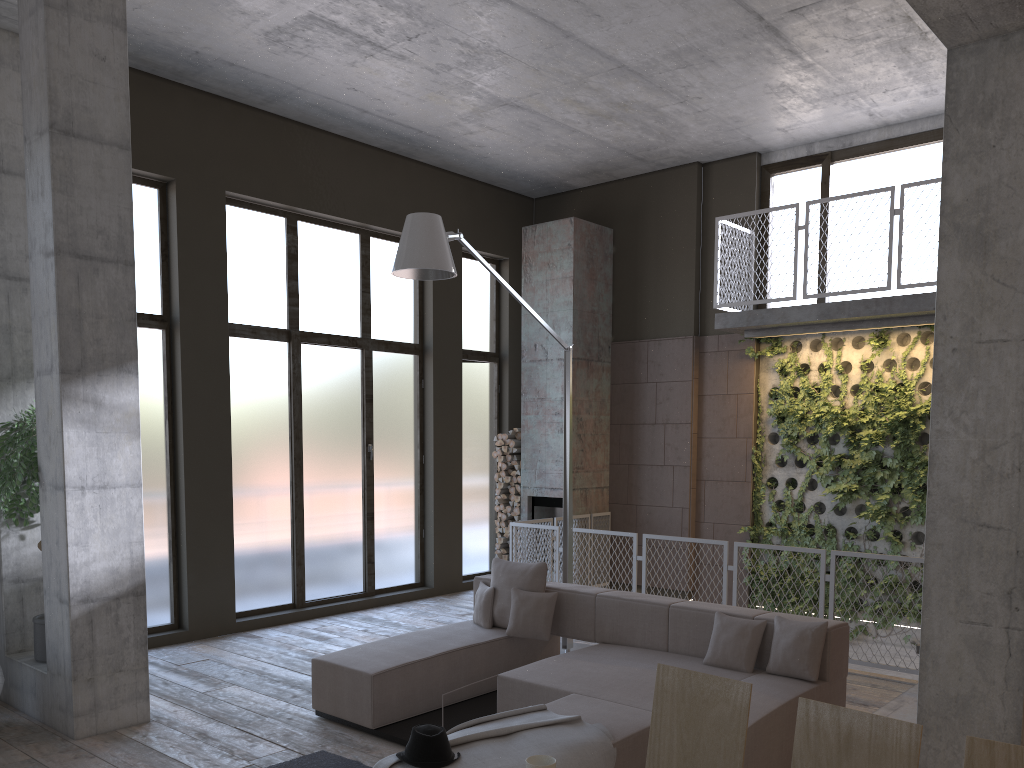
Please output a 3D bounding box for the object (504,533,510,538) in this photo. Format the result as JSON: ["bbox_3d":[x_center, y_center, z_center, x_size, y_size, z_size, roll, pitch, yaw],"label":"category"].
[{"bbox_3d":[0.073,1.963,11.481,0.114,0.080,0.434,0,-3,40],"label":"object"}]

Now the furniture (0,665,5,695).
[{"bbox_3d":[-4.040,2.017,5.163,1.793,0.817,1.624,1,-2,-12],"label":"furniture"}]

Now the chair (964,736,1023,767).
[{"bbox_3d":[1.075,1.473,1.904,0.347,1.205,0.718,4,4,38],"label":"chair"}]

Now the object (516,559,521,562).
[{"bbox_3d":[0.154,2.266,11.323,0.063,0.048,0.250,0,-3,40],"label":"object"}]

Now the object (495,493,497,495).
[{"bbox_3d":[-0.052,1.425,11.586,0.067,0.072,0.422,1,-2,42],"label":"object"}]

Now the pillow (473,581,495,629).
[{"bbox_3d":[-0.220,1.780,7.010,0.151,0.379,0.367,-1,1,-16],"label":"pillow"}]

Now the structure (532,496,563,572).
[{"bbox_3d":[0.487,1.870,10.987,0.574,0.935,0.056,2,5,41],"label":"structure"}]

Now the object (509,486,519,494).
[{"bbox_3d":[0.095,1.368,11.349,0.098,0.108,0.293,1,-1,40],"label":"object"}]

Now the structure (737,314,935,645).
[{"bbox_3d":[3.575,0.993,9.187,2.619,3.853,0.999,2,5,41],"label":"structure"}]

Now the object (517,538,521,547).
[{"bbox_3d":[0.213,2.044,11.347,0.063,0.126,0.363,3,0,43],"label":"object"}]

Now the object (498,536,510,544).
[{"bbox_3d":[0.007,2.038,11.513,0.093,0.084,0.479,0,-2,40],"label":"object"}]

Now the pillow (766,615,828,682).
[{"bbox_3d":[1.743,1.620,5.393,0.187,0.369,0.361,-3,3,-44],"label":"pillow"}]

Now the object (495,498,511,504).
[{"bbox_3d":[-0.053,1.527,11.465,0.071,0.073,0.422,1,-2,42],"label":"object"}]

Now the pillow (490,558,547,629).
[{"bbox_3d":[0.023,1.642,6.830,0.562,0.562,0.220,1,3,43],"label":"pillow"}]

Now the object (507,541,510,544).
[{"bbox_3d":[0.080,2.057,11.495,0.064,0.075,0.359,2,-1,43],"label":"object"}]

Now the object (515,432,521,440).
[{"bbox_3d":[0.178,0.677,11.355,0.099,0.108,0.293,1,-1,42],"label":"object"}]

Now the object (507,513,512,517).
[{"bbox_3d":[0.074,1.693,11.469,0.064,0.075,0.359,1,-2,39],"label":"object"}]

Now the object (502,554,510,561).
[{"bbox_3d":[0.068,2.265,11.536,0.093,0.084,0.479,1,-2,42],"label":"object"}]

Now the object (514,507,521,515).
[{"bbox_3d":[0.151,1.621,11.272,0.100,0.103,0.292,1,-1,40],"label":"object"}]

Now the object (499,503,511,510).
[{"bbox_3d":[0.019,1.603,11.547,0.090,0.090,0.454,1,-2,42],"label":"object"}]

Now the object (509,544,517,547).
[{"bbox_3d":[0.093,2.088,11.412,0.098,0.108,0.293,1,-1,40],"label":"object"}]

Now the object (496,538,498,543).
[{"bbox_3d":[-0.049,2.051,11.565,0.067,0.068,0.422,1,-2,40],"label":"object"}]

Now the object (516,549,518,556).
[{"bbox_3d":[0.159,2.191,11.462,0.092,0.094,0.436,1,-2,42],"label":"object"}]

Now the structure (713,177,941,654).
[{"bbox_3d":[3.289,0.342,7.910,3.673,4.350,3.025,1,3,41],"label":"structure"}]

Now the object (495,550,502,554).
[{"bbox_3d":[-0.065,2.213,11.628,0.121,0.068,0.363,-1,-3,40],"label":"object"}]

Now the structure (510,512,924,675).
[{"bbox_3d":[2.272,1.968,9.032,4.421,0.940,1.923,-3,-3,41],"label":"structure"}]

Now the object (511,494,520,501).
[{"bbox_3d":[0.161,1.471,11.399,0.092,0.094,0.436,1,-2,42],"label":"object"}]

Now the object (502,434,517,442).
[{"bbox_3d":[0.003,0.694,11.330,0.103,0.103,0.291,1,-2,40],"label":"object"}]

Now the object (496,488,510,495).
[{"bbox_3d":[-0.026,1.402,11.523,0.090,0.090,0.454,1,-2,43],"label":"object"}]

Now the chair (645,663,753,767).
[{"bbox_3d":[0.363,1.515,2.625,0.347,1.205,0.719,5,5,45],"label":"chair"}]

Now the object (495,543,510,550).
[{"bbox_3d":[-0.029,2.123,11.586,0.090,0.090,0.454,1,-2,43],"label":"object"}]

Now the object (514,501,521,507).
[{"bbox_3d":[0.190,1.547,11.372,0.067,0.067,0.422,1,-2,42],"label":"object"}]

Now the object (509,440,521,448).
[{"bbox_3d":[0.142,0.772,11.296,0.093,0.093,0.436,1,-2,40],"label":"object"}]

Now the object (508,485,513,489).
[{"bbox_3d":[0.083,1.337,11.431,0.064,0.075,0.359,2,-1,43],"label":"object"}]

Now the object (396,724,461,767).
[{"bbox_3d":[-0.385,1.651,4.023,0.301,0.170,0.298,-1,-2,28],"label":"object"}]

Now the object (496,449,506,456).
[{"bbox_3d":[-0.019,0.894,11.431,0.091,0.090,0.454,1,-2,40],"label":"object"}]

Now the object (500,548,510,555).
[{"bbox_3d":[0.033,2.195,11.591,0.114,0.080,0.434,0,-3,42],"label":"object"}]

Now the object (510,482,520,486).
[{"bbox_3d":[0.112,1.294,11.369,0.089,0.057,0.332,-1,-3,42],"label":"object"}]

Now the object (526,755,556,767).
[{"bbox_3d":[0.086,1.182,2.665,0.093,0.089,0.116,0,0,-5],"label":"object"}]

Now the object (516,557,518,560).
[{"bbox_3d":[0.187,2.268,11.436,0.067,0.067,0.422,1,-2,42],"label":"object"}]

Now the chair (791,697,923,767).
[{"bbox_3d":[0.704,1.492,2.247,0.719,1.205,0.347,-2,5,-44],"label":"chair"}]

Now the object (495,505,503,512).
[{"bbox_3d":[-0.049,1.635,11.603,0.091,0.093,0.436,1,-2,42],"label":"object"}]

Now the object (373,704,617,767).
[{"bbox_3d":[-0.263,1.927,4.164,1.595,0.506,1.042,2,-2,-30],"label":"object"}]

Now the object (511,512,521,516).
[{"bbox_3d":[0.148,1.675,11.398,0.121,0.068,0.363,-1,-3,42],"label":"object"}]

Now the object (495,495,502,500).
[{"bbox_3d":[-0.063,1.492,11.565,0.121,0.068,0.363,-1,-3,40],"label":"object"}]

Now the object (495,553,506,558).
[{"bbox_3d":[-0.056,2.247,11.528,0.071,0.073,0.422,1,-2,42],"label":"object"}]

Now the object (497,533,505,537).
[{"bbox_3d":[-0.050,2.021,11.662,0.070,0.119,0.364,3,0,41],"label":"object"}]

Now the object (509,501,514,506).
[{"bbox_3d":[0.129,1.552,11.426,0.067,0.068,0.422,1,-2,42],"label":"object"}]

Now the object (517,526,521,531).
[{"bbox_3d":[0.231,1.855,11.392,0.114,0.080,0.434,0,-3,40],"label":"object"}]

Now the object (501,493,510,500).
[{"bbox_3d":[0.036,1.475,11.528,0.114,0.080,0.434,0,-3,42],"label":"object"}]

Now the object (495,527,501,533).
[{"bbox_3d":[-0.047,1.918,11.637,0.079,0.108,0.436,2,-1,41],"label":"object"}]

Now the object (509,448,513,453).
[{"bbox_3d":[0.116,0.854,11.334,0.067,0.067,0.422,1,-2,40],"label":"object"}]

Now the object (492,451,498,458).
[{"bbox_3d":[-0.082,0.922,11.493,0.091,0.093,0.436,1,-2,40],"label":"object"}]

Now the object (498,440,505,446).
[{"bbox_3d":[-0.003,0.766,11.400,0.112,0.080,0.434,0,-3,40],"label":"object"}]

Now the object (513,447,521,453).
[{"bbox_3d":[0.177,0.850,11.281,0.066,0.068,0.422,1,-2,40],"label":"object"}]

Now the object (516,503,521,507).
[{"bbox_3d":[0.157,1.545,11.259,0.063,0.048,0.250,0,-3,40],"label":"object"}]

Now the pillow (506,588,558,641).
[{"bbox_3d":[0.150,1.731,6.591,0.376,0.375,0.168,0,4,14],"label":"pillow"}]

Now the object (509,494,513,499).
[{"bbox_3d":[0.120,1.459,11.468,0.101,0.087,0.362,0,-2,42],"label":"object"}]

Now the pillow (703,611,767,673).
[{"bbox_3d":[1.432,1.670,5.638,0.369,0.362,0.186,1,3,40],"label":"pillow"}]

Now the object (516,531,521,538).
[{"bbox_3d":[0.221,1.935,11.376,0.093,0.084,0.479,1,-2,42],"label":"object"}]
